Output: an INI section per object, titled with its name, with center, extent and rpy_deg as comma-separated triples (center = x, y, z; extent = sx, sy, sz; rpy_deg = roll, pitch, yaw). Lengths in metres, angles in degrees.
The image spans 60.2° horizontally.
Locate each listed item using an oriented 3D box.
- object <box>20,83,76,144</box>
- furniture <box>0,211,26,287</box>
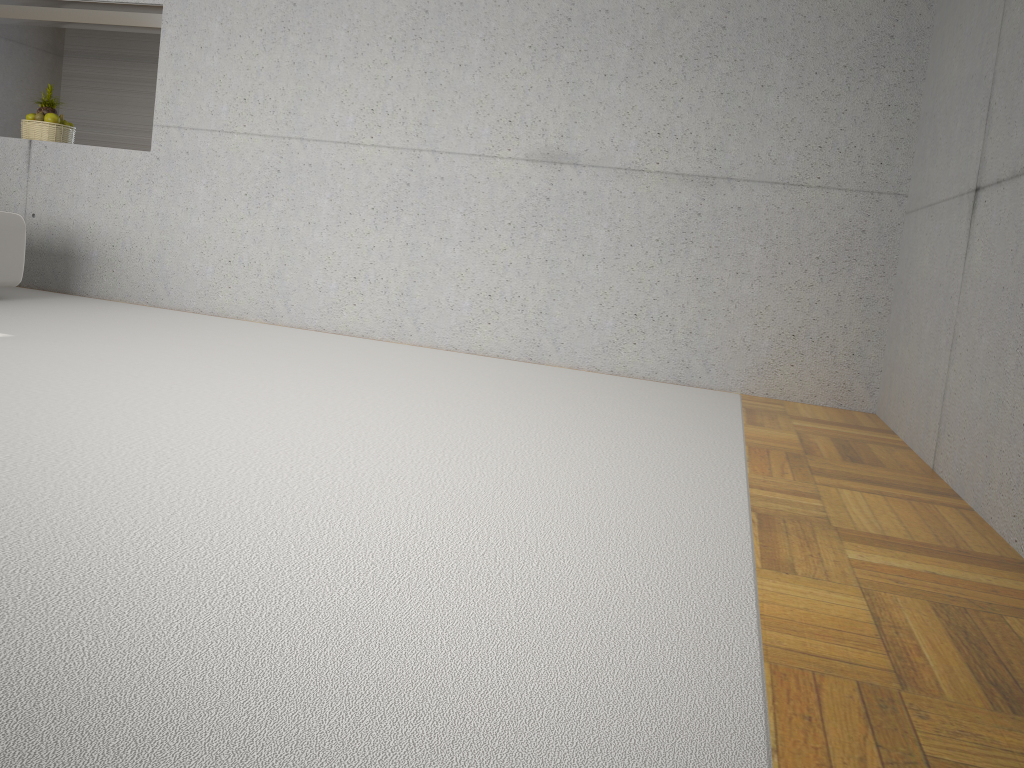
[object]
center = -3.382, -1.969, 6.453
extent = 0.333, 0.439, 0.372
rpy_deg = 7, 6, -1
[furniture]
center = -3.971, -0.752, 4.495
extent = 1.616, 0.518, 2.182
rpy_deg = 9, 9, 13
